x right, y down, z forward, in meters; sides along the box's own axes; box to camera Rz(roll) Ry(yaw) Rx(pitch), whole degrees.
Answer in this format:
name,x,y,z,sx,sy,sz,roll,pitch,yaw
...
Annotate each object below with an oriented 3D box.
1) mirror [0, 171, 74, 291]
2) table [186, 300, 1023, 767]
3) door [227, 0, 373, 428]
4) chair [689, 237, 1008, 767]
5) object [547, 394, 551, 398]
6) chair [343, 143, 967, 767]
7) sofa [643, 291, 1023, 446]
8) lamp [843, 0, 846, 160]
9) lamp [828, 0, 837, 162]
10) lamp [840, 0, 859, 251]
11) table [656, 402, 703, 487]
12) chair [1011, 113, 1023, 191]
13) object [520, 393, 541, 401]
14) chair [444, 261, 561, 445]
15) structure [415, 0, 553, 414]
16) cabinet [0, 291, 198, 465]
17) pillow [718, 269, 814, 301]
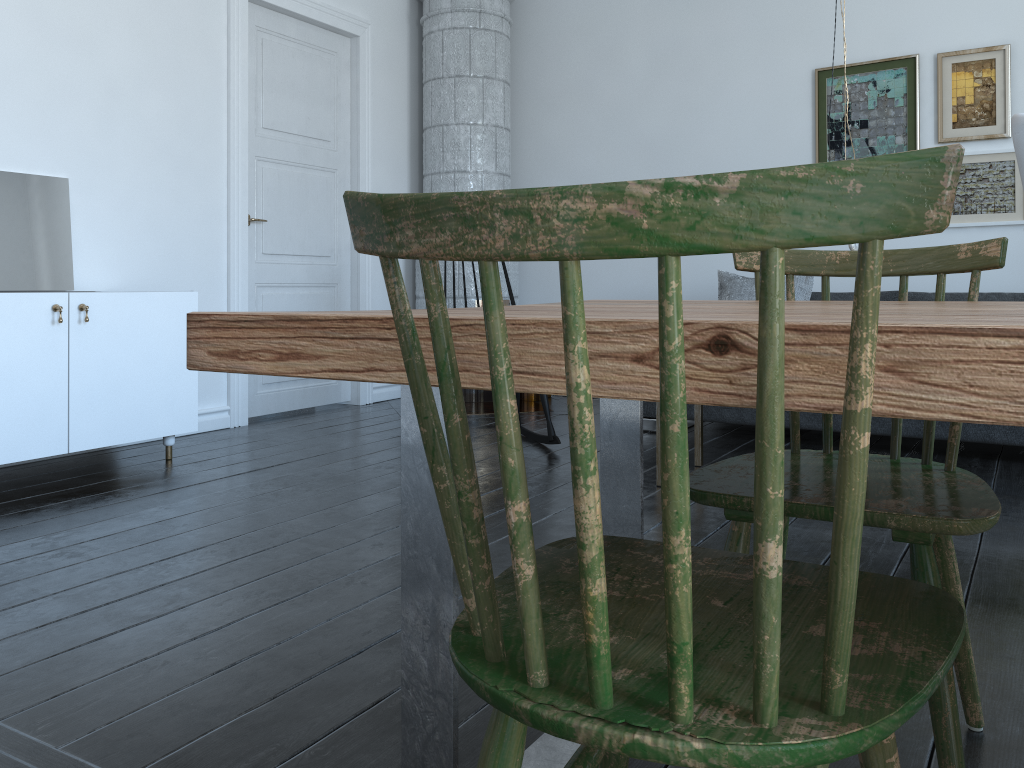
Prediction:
name,x,y,z,sx,sy,sz,roll,pitch,yaw
mirror,-2.148,-0.635,3.630,0.054,0.502,0.698,0,3,31
table,0.860,0.291,0.818,2.229,0.715,1.021,3,5,31
door,-1.251,-1.061,5.235,0.116,2.475,1.170,-1,0,31
chair,0.538,0.172,1.424,0.467,0.827,0.486,0,1,30
object,0.188,-0.054,6.009,0.173,0.281,0.176,1,2,31
chair,0.153,0.243,0.786,0.467,0.827,0.486,0,1,30
sofa,1.893,-0.102,4.367,2.375,0.722,1.088,3,5,31
lamp,1.176,-1.361,3.116,0.074,1.498,0.074,0,-1,-12
lamp,1.127,-1.283,3.157,0.074,1.498,0.086,0,-1,-8
lamp,1.220,-1.207,3.116,0.089,1.498,0.074,0,-1,-35
table,1.203,0.194,3.155,1.402,0.399,0.602,3,5,31
chair,0.566,0.263,0.518,0.466,0.842,0.510,0,1,31
object,0.131,0.006,5.834,0.174,0.199,0.172,1,2,21
chair,-0.143,-0.234,4.361,0.612,1.004,0.908,0,2,-14
structure,-0.252,-1.339,5.839,0.778,2.891,1.270,0,1,-14
cabinet,-1.903,0.001,3.479,0.590,0.734,1.205,1,4,31
pillow,2.004,-0.346,4.427,2.058,0.492,0.479,4,5,35
